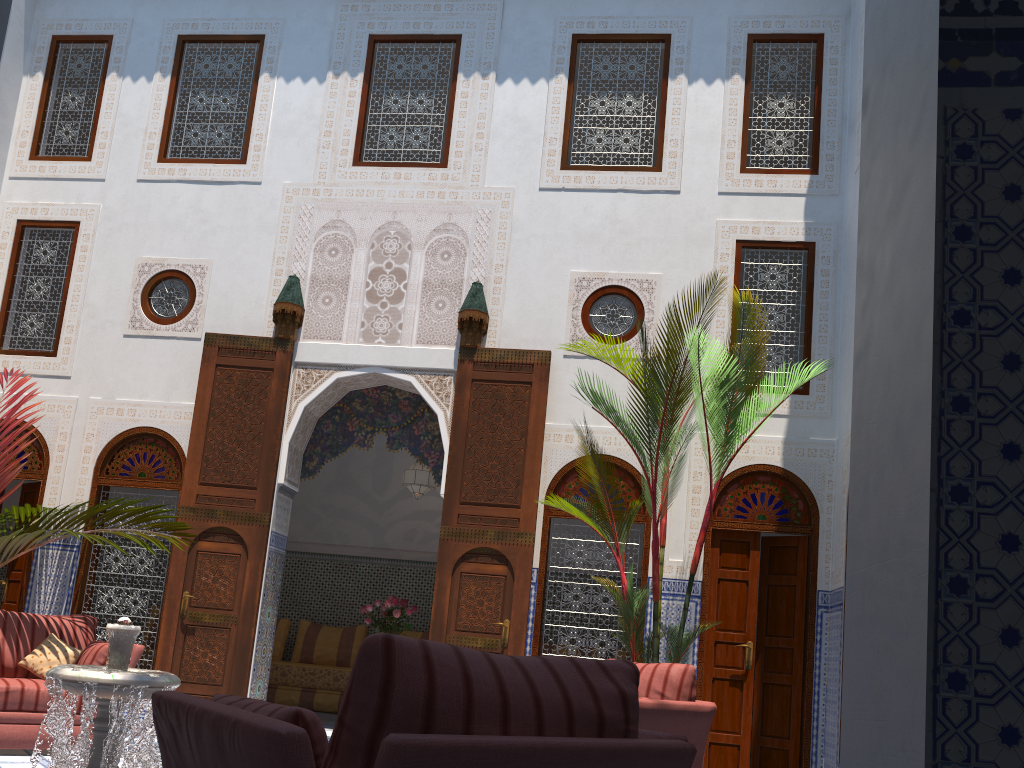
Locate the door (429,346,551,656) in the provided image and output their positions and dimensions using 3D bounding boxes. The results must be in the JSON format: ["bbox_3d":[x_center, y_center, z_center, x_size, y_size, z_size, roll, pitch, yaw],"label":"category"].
[{"bbox_3d":[-0.160,0.994,5.242,0.582,2.454,0.127,4,-9,8],"label":"door"}]

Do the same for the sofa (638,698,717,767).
[{"bbox_3d":[0.209,1.623,3.904,0.745,0.526,1.381,16,-19,-35],"label":"sofa"}]

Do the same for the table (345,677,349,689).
[{"bbox_3d":[-0.916,2.275,6.246,0.536,0.315,0.556,3,-15,8],"label":"table"}]

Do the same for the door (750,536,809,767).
[{"bbox_3d":[1.552,1.606,5.090,0.286,1.427,0.024,-2,-11,38],"label":"door"}]

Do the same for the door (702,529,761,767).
[{"bbox_3d":[1.253,1.568,5.057,0.285,1.427,0.127,4,-9,8],"label":"door"}]

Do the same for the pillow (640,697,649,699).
[{"bbox_3d":[0.385,1.339,3.423,0.403,0.237,0.189,16,-16,-35],"label":"pillow"}]

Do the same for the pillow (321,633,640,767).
[{"bbox_3d":[-0.051,0.617,1.434,0.592,0.369,0.305,16,-16,-36],"label":"pillow"}]

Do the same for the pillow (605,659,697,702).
[{"bbox_3d":[0.523,1.399,3.801,0.311,0.391,0.566,15,-18,-39],"label":"pillow"}]

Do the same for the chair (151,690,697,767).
[{"bbox_3d":[-0.158,0.848,1.521,0.827,0.528,0.736,16,-18,-36],"label":"chair"}]

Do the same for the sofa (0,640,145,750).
[{"bbox_3d":[-2.652,1.494,4.337,1.387,0.527,0.742,17,-19,-36],"label":"sofa"}]

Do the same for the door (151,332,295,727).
[{"bbox_3d":[-1.790,0.903,5.436,0.583,2.454,0.127,5,-9,3],"label":"door"}]

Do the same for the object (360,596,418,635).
[{"bbox_3d":[-0.904,1.815,6.288,0.449,0.581,0.343,-3,-14,33],"label":"object"}]

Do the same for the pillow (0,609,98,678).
[{"bbox_3d":[-2.502,1.399,4.669,0.571,0.365,0.324,16,-17,-36],"label":"pillow"}]

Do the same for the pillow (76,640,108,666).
[{"bbox_3d":[-2.133,1.446,4.514,0.190,0.236,0.402,14,-17,-35],"label":"pillow"}]

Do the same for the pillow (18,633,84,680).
[{"bbox_3d":[-2.364,1.401,4.498,0.266,0.230,0.150,3,-12,9],"label":"pillow"}]

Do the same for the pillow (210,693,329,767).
[{"bbox_3d":[-0.438,0.682,1.554,0.190,0.236,0.402,14,-17,-35],"label":"pillow"}]
